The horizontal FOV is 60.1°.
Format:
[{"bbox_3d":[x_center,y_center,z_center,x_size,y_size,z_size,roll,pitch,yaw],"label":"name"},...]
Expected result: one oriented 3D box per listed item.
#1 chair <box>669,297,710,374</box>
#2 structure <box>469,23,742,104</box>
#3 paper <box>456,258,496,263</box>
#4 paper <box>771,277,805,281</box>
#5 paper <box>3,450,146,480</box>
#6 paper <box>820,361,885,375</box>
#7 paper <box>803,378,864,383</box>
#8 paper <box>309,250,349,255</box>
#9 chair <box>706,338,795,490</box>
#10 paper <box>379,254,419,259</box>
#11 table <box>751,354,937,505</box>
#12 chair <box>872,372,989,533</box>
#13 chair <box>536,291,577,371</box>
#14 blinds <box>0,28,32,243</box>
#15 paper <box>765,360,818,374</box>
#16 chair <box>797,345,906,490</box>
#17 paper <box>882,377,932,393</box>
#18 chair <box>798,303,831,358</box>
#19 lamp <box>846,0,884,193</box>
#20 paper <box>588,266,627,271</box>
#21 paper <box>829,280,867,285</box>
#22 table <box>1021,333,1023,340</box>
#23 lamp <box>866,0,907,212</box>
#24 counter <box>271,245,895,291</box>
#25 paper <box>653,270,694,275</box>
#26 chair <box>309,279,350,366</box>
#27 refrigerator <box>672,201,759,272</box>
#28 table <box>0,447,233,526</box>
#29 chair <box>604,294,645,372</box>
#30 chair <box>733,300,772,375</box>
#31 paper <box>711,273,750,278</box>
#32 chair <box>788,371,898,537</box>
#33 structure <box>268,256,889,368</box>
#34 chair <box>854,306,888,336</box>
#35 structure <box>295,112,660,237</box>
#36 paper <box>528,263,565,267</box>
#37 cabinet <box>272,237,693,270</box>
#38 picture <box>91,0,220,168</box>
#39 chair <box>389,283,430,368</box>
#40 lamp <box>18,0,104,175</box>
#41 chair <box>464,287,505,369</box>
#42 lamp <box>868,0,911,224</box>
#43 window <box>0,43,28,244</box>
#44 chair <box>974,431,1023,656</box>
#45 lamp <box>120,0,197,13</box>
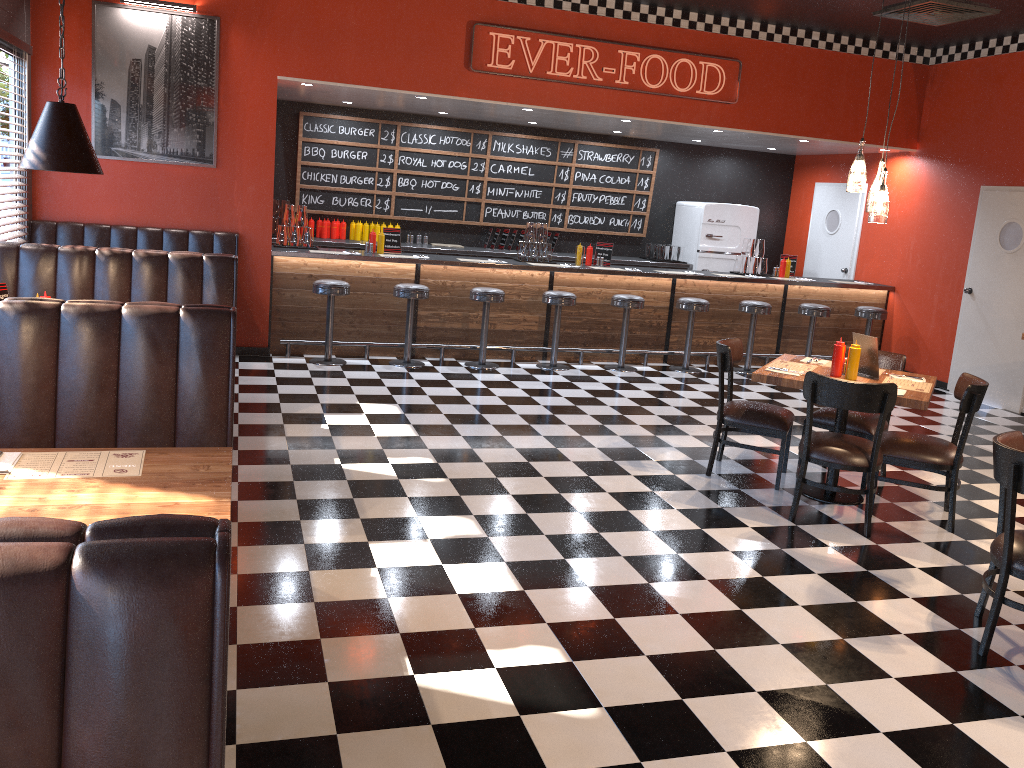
[{"bbox_3d":[1.884,-0.526,9.403,0.349,0.769,0.350,10,11,27],"label":"chair"},{"bbox_3d":[0.981,-3.161,8.805,2.874,0.435,0.123,1,11,-17],"label":"structure"},{"bbox_3d":[-0.365,-1.259,9.041,0.365,0.001,0.263,1,13,-16],"label":"paper"},{"bbox_3d":[3.170,-1.203,10.150,0.365,0.001,0.263,1,13,-17],"label":"paper"},{"bbox_3d":[-1.329,0.246,2.722,0.365,0.001,0.263,0,13,-20],"label":"paper"},{"bbox_3d":[2.206,-0.105,5.731,0.366,0.001,0.262,12,14,29],"label":"paper"},{"bbox_3d":[1.906,-0.009,5.168,0.366,0.001,0.262,11,13,26],"label":"paper"},{"bbox_3d":[-1.770,-1.273,8.564,0.365,0.001,0.263,1,13,-16],"label":"paper"},{"bbox_3d":[1.565,0.170,5.814,0.546,0.861,0.489,9,11,22],"label":"chair"},{"bbox_3d":[-1.129,-1.266,8.779,0.365,0.001,0.263,1,13,-16],"label":"paper"},{"bbox_3d":[2.036,0.321,5.514,0.959,0.768,0.965,10,12,27],"label":"table"},{"bbox_3d":[2.457,0.363,5.262,0.546,0.861,0.489,9,11,22],"label":"chair"},{"bbox_3d":[0.450,-0.549,8.954,0.349,0.769,0.350,9,11,22],"label":"chair"},{"bbox_3d":[-3.718,-1.719,6.399,0.099,1.622,1.884,2,11,-17],"label":"blinds"},{"bbox_3d":[1.766,-0.111,5.585,0.262,0.001,0.367,11,14,27],"label":"paper"},{"bbox_3d":[2.282,0.204,5.933,0.489,0.861,0.546,13,13,38],"label":"chair"},{"bbox_3d":[2.357,0.003,5.286,0.262,0.001,0.367,11,14,27],"label":"paper"},{"bbox_3d":[3.319,-0.503,9.852,0.348,0.769,0.351,3,10,-13],"label":"chair"},{"bbox_3d":[2.163,-2.122,5.217,0.108,1.951,0.109,0,11,-26],"label":"lamp"},{"bbox_3d":[1.018,-1.232,9.453,0.365,0.001,0.263,1,13,-16],"label":"paper"},{"bbox_3d":[3.936,-1.190,10.389,0.365,0.001,0.263,3,12,-7],"label":"paper"},{"bbox_3d":[4.305,0.304,5.936,0.695,0.992,1.706,1,12,-17],"label":"table"},{"bbox_3d":[2.283,-1.997,5.217,0.108,1.951,0.109,-1,11,-30],"label":"lamp"},{"bbox_3d":[1.018,-1.242,9.621,7.037,0.050,0.681,1,13,-17],"label":"counter"},{"bbox_3d":[1.765,-1.219,9.682,0.365,0.001,0.263,0,13,-21],"label":"paper"},{"bbox_3d":[-1.702,-0.583,8.281,0.349,0.769,0.350,10,11,27],"label":"chair"},{"bbox_3d":[2.636,-1.489,11.741,0.802,1.790,0.856,2,11,-17],"label":"refrigerator"},{"bbox_3d":[-1.651,0.687,2.377,1.691,0.768,0.964,1,12,-17],"label":"table"},{"bbox_3d":[1.167,-0.537,9.179,0.349,0.769,0.350,10,11,27],"label":"chair"},{"bbox_3d":[2.601,-0.514,9.627,0.348,0.769,0.351,2,11,-17],"label":"chair"},{"bbox_3d":[2.455,-1.216,9.934,0.365,0.001,0.263,1,13,-16],"label":"paper"},{"bbox_3d":[1.883,0.356,5.068,0.487,0.861,0.547,9,11,21],"label":"chair"},{"bbox_3d":[1.063,-0.641,9.421,7.037,1.032,0.217,1,10,-17],"label":"structure"},{"bbox_3d":[4.036,-0.491,10.076,0.349,0.769,0.350,10,11,27],"label":"chair"},{"bbox_3d":[-0.330,-2.538,10.974,4.541,1.138,0.202,1,10,-17],"label":"structure"},{"bbox_3d":[0.358,-1.244,9.254,0.365,0.001,0.263,1,13,-16],"label":"paper"},{"bbox_3d":[-0.335,-1.165,10.990,5.282,0.992,0.681,1,11,-17],"label":"cabinet"},{"bbox_3d":[-3.098,-2.585,7.712,1.023,1.292,0.016,1,10,-17],"label":"picture"},{"bbox_3d":[-0.985,-0.572,8.506,0.350,0.769,0.350,11,12,32],"label":"chair"},{"bbox_3d":[-2.161,-2.056,4.246,0.383,2.029,0.383,11,11,30],"label":"lamp"},{"bbox_3d":[-0.268,-0.560,8.730,0.350,0.769,0.350,11,12,32],"label":"chair"},{"bbox_3d":[2.253,-1.916,5.108,0.109,1.951,0.109,10,11,29],"label":"lamp"},{"bbox_3d":[-3.792,-1.700,6.377,0.127,1.701,2.044,2,11,-17],"label":"window"},{"bbox_3d":[2.221,0.686,3.663,0.546,0.861,0.489,9,11,24],"label":"chair"},{"bbox_3d":[-3.017,-3.246,7.574,0.610,0.056,0.082,1,12,-17],"label":"lamp"}]
